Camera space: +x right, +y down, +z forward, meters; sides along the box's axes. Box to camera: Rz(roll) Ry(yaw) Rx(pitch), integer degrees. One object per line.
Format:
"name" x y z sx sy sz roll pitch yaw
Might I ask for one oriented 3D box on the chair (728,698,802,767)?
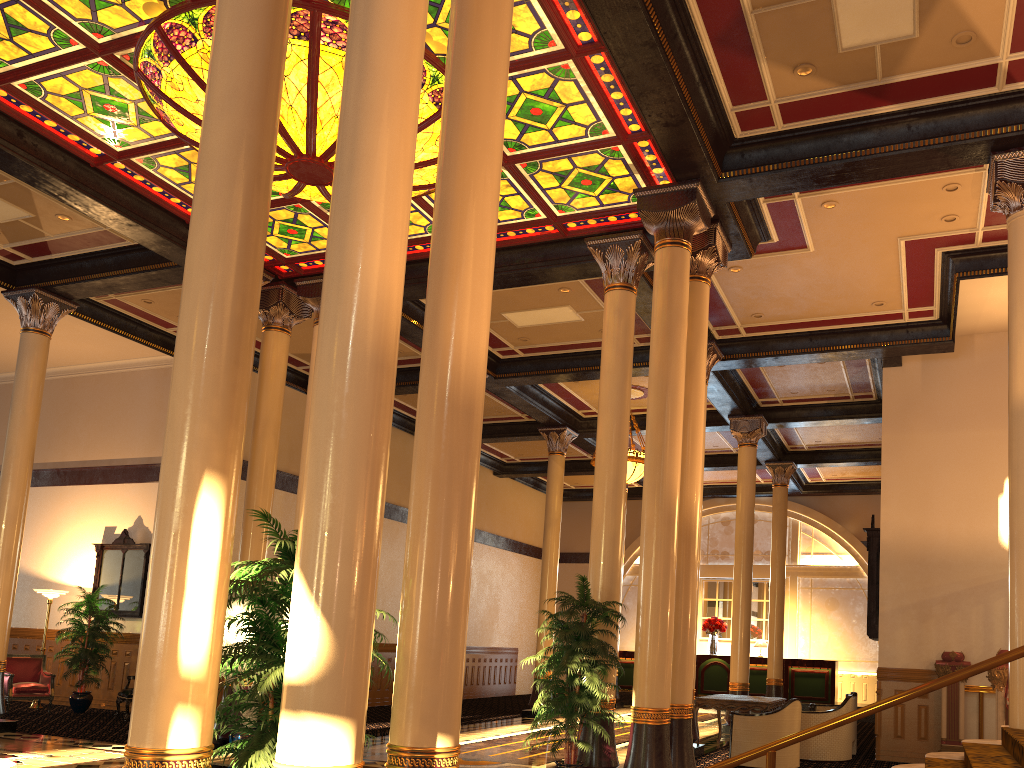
"chair" 3.386 4.565 11.419 0.748 0.893 1.010 -8 -16 43

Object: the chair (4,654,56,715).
"chair" -7.831 4.840 14.031 0.624 0.900 0.723 -7 -15 43

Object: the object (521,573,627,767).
"object" 0.601 2.920 8.421 1.018 2.105 1.124 1 -10 13

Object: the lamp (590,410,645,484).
"lamp" 2.072 1.106 16.151 1.161 1.866 1.249 0 -11 19

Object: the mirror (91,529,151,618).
"mirror" -6.890 3.327 15.321 1.348 1.521 0.210 -2 -9 23

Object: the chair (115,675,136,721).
"chair" -5.856 4.792 13.877 0.785 1.075 0.717 12 -14 -40

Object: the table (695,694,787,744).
"table" 3.431 5.091 13.007 1.076 0.755 1.727 -3 -16 24

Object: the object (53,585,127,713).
"object" -7.069 4.386 14.478 1.108 2.105 1.033 6 -10 -17

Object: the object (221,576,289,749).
"object" -2.808 3.223 10.161 1.770 2.224 2.189 -3 -13 27

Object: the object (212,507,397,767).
"object" -1.180 1.698 4.612 1.108 2.105 1.033 6 -10 -17

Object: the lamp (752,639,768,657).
"lamp" 6.271 6.657 21.909 0.437 0.434 0.421 7 -13 -20

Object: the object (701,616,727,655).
"object" 3.392 0.468 8.188 0.663 4.186 31.093 2 -16 8

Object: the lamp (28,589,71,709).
"lamp" -8.008 4.530 14.863 0.595 1.969 0.578 5 -8 -15

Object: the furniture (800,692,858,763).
"furniture" 4.744 5.110 13.092 0.785 0.923 2.291 -2 -16 25

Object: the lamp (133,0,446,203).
"lamp" -1.791 -2.190 7.873 2.917 0.589 3.168 -4 -18 21

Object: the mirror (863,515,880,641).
"mirror" 5.751 3.061 13.810 0.248 1.944 1.876 0 -12 25
